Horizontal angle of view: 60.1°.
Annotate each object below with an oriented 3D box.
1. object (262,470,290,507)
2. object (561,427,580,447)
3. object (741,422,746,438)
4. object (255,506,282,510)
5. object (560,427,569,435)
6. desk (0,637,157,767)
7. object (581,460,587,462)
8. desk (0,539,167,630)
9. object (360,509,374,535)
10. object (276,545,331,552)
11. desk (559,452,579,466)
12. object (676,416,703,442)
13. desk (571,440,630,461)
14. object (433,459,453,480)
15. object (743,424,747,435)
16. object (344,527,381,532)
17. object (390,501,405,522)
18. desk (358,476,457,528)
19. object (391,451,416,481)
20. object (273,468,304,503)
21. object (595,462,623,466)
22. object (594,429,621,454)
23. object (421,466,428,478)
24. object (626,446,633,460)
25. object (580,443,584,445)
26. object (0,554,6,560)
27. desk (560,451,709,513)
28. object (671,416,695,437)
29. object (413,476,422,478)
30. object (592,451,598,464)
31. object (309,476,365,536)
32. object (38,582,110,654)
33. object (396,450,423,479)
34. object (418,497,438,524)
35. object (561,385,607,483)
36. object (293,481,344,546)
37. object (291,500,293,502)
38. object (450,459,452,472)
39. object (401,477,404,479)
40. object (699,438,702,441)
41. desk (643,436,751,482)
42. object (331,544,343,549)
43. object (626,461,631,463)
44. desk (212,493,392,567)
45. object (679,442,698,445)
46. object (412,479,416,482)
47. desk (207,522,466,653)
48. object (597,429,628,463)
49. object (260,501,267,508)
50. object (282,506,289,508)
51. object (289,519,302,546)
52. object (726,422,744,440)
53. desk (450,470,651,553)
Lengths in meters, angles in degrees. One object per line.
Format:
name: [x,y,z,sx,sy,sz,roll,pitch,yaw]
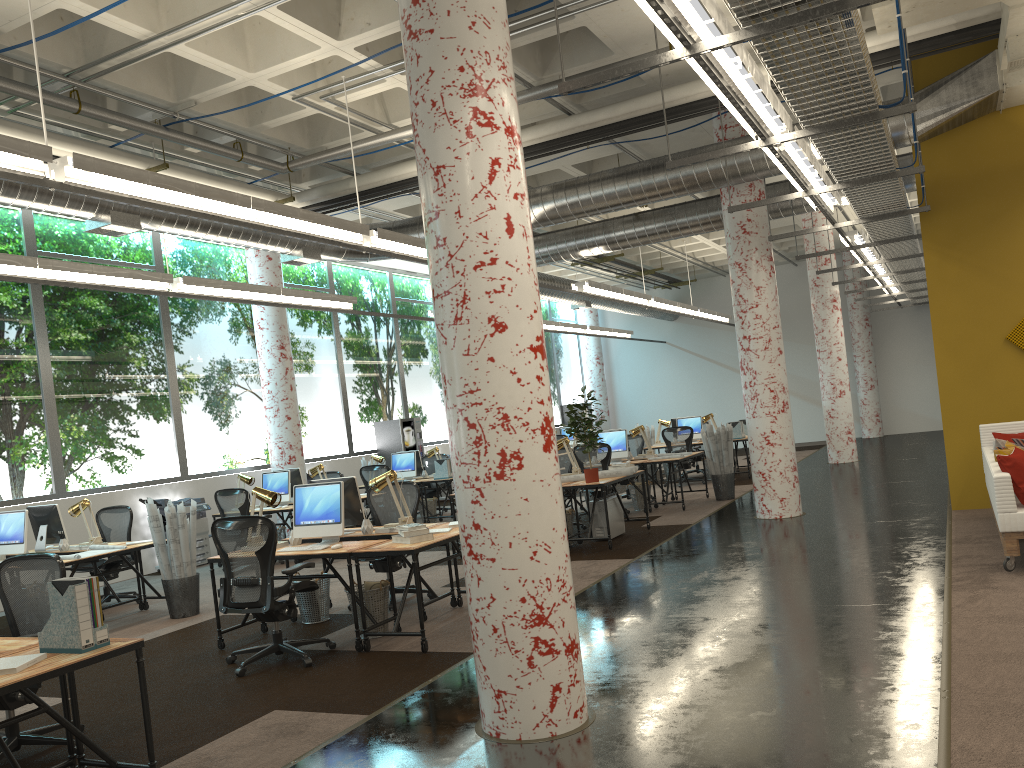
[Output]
object: [-3.184,1.428,12.025,0.485,0.485,0.189,-7,0,27]
object: [1.422,1.284,21.281,0.485,0.485,0.189,-7,0,27]
object: [4.103,0.851,16.206,0.281,0.302,0.150,-7,0,27]
object: [-3.279,1.665,11.840,0.440,0.017,0.118,-8,-3,27]
object: [1.425,1.309,21.871,0.485,0.485,0.189,-7,0,27]
desk: [-2.801,1.647,3.862,1.945,0.724,1.398,-8,-2,27]
object: [1.818,1.989,21.179,0.359,0.435,0.352,-7,-1,23]
desk: [-4.557,2.060,8.830,1.945,0.724,1.398,-8,-2,27]
object: [-1.203,1.138,7.316,0.101,0.209,0.101,-7,0,-19]
object: [-1.590,1.255,6.746,0.440,0.017,0.118,-8,-3,27]
desk: [0.288,1.909,18.566,1.945,0.724,1.398,-8,-2,27]
object: [3.357,0.865,16.673,0.485,0.485,0.189,-7,0,27]
desk: [1.732,1.864,21.469,1.945,0.724,1.398,-8,-2,27]
object: [-1.115,1.372,14.218,0.281,0.302,0.150,-7,0,27]
object: [4.487,0.839,16.978,0.281,0.302,0.150,-7,0,27]
object: [-1.344,1.267,7.710,0.440,0.017,0.118,-8,-3,27]
object: [-2.017,2.195,15.526,0.352,0.435,0.369,-6,-1,-28]
desk: [-1.485,1.964,15.004,1.945,0.724,1.398,-8,-2,27]
object: [-2.016,1.780,14.955,1.080,1.209,0.190,-7,0,27]
object: [-3.182,1.452,12.614,0.485,0.485,0.189,-7,0,27]
object: [1.405,1.170,12.976,0.440,0.017,0.118,-8,-3,27]
object: [1.502,0.957,13.750,0.485,0.485,0.189,-7,0,27]
object: [-1.503,1.506,15.202,0.101,0.209,0.101,-7,0,-19]
object: [1.792,1.054,13.546,0.101,0.209,0.101,-7,0,-19]
object: [1.714,1.405,21.667,0.101,0.209,0.101,-7,0,-19]
object: [-5.125,1.658,8.850,0.101,0.209,0.101,-7,0,-19]
desk: [1.810,1.512,13.348,1.945,0.724,1.398,-8,-2,27]
object: [3.360,0.890,17.262,0.485,0.485,0.189,-7,0,27]
object: [-1.644,1.634,15.596,0.440,0.017,0.118,-8,-3,27]
object: [1.242,1.110,13.368,0.101,0.209,0.101,-7,0,-19]
object: [-1.492,1.041,7.520,0.485,0.485,0.189,-7,0,27]
object: [-1.981,1.041,3.980,0.281,0.302,0.150,-7,0,27]
object: [-1.792,1.409,15.406,0.485,0.485,0.189,-7,0,27]
object: [-1.399,2.089,14.714,0.359,0.435,0.352,-7,-1,23]
object: [0.799,0.550,9.737,0.514,1.078,0.438,-7,0,17]
object: [-1.495,1.017,6.930,0.485,0.485,0.189,-7,0,27]
object: [-3.033,1.678,12.804,0.440,0.017,0.118,-8,-3,27]
object: [-1.049,1.370,14.350,0.281,0.302,0.150,-7,0,27]
object: [-1.933,1.668,15.750,0.059,0.029,0.106,-8,-2,27]
object: [3.649,0.987,17.058,0.101,0.209,0.101,-7,0,-19]
desk: [3.667,1.445,16.860,1.945,0.724,1.398,-8,-2,27]
object: [-1.302,1.208,6.592,0.059,0.029,0.106,-8,-2,27]
object: [1.692,1.124,12.822,0.059,0.029,0.106,-8,-2,27]
desk: [-2.874,2.008,12.212,1.945,0.724,1.398,-8,-2,27]
object: [3.262,1.103,16.488,0.440,0.017,0.118,-8,-3,27]
object: [-1.602,1.576,14.478,0.059,0.029,0.106,-8,-2,27]
desk: [-1.185,1.597,7.118,1.945,0.724,1.398,-8,-2,27]
object: [1.500,0.932,13.161,0.485,0.485,0.189,-7,0,27]
object: [-3.442,1.605,12.232,0.101,0.209,0.101,-7,0,-19]
object: [-2.992,1.619,11.686,0.059,0.029,0.106,-8,-2,27]
object: [-1.752,1.194,7.137,0.101,0.209,0.101,-7,0,-19]
object: [4.037,0.853,16.074,0.281,0.302,0.150,-7,0,27]
desk: [0.474,1.526,10.518,1.945,0.724,1.398,-8,-2,27]
